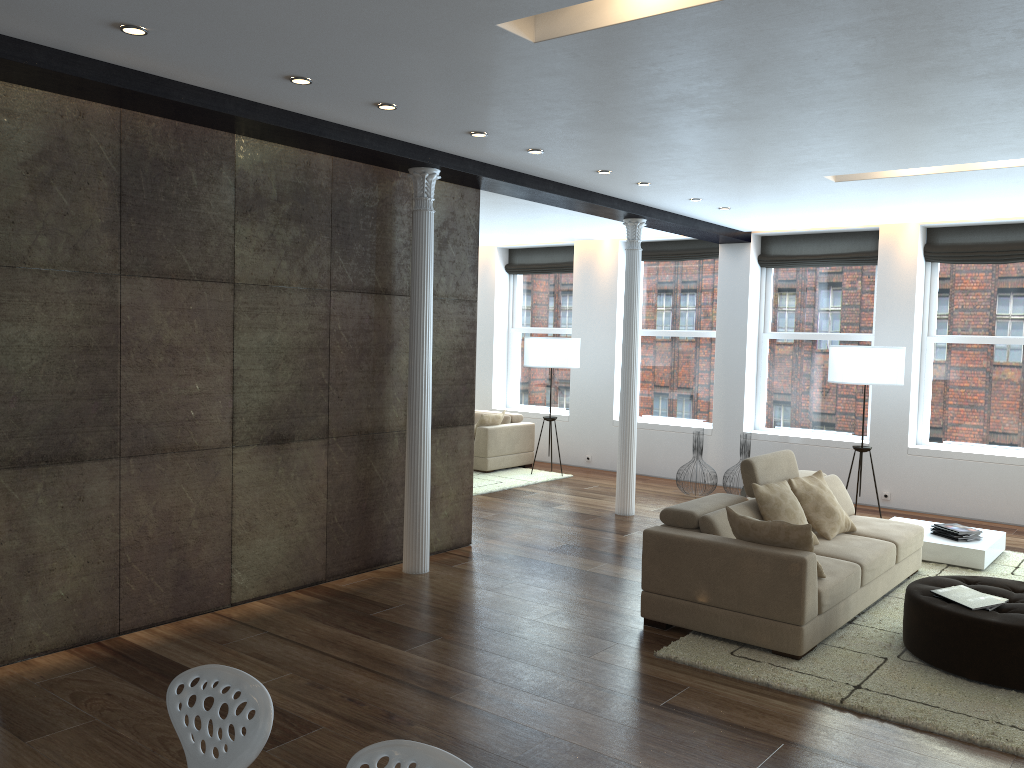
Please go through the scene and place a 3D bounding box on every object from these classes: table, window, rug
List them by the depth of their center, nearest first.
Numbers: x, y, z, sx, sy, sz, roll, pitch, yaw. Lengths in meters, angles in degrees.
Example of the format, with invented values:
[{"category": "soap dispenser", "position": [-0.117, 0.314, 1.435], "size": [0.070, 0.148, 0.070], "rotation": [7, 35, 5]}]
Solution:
[{"category": "rug", "position": [3.257, 1.510, 5.609], "size": [2.972, 0.020, 4.231], "rotation": [4, 4, 38]}, {"category": "table", "position": [3.548, 1.325, 7.431], "size": [0.900, 0.170, 0.900], "rotation": [4, 4, 38]}, {"category": "window", "position": [4.978, -0.425, 9.099], "size": [1.442, 2.400, 0.123], "rotation": [4, 4, 38]}, {"category": "window", "position": [3.534, -0.524, 10.229], "size": [1.432, 2.400, 0.123], "rotation": [4, 4, 38]}, {"category": "rug", "position": [-1.817, 1.074, 11.199], "size": [4.231, 0.020, 2.972], "rotation": [4, 4, 38]}, {"category": "window", "position": [2.109, -0.622, 11.344], "size": [1.391, 2.400, 0.123], "rotation": [4, 4, 38]}, {"category": "window", "position": [0.483, -0.734, 12.616], "size": [1.345, 2.400, 0.123], "rotation": [4, 4, 38]}]

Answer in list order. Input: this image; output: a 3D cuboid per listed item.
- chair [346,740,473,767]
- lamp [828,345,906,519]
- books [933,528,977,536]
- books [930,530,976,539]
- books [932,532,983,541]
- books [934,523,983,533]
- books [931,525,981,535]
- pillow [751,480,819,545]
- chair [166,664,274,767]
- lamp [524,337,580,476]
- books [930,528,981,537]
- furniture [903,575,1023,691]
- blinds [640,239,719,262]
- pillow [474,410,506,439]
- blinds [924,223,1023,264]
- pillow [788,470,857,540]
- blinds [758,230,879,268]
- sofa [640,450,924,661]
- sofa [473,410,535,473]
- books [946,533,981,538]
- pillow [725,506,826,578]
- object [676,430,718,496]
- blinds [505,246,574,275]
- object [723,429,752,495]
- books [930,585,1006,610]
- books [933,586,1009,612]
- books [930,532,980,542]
[{"category": "chair", "position": [-0.338, 1.212, 1.714], "size": [0.495, 0.835, 0.581], "rotation": [4, 4, 38]}, {"category": "lamp", "position": [3.459, 0.489, 8.745], "size": [0.698, 1.728, 0.698], "rotation": [0, 3, -28]}, {"category": "books", "position": [3.648, 1.199, 7.258], "size": [0.220, 0.010, 0.300], "rotation": [-1, 4, -37]}, {"category": "books", "position": [3.623, 1.227, 7.252], "size": [0.220, 0.010, 0.300], "rotation": [1, 3, -17]}, {"category": "books", "position": [3.647, 1.238, 7.260], "size": [0.220, 0.010, 0.300], "rotation": [0, 4, -32]}, {"category": "books", "position": [3.648, 1.180, 7.257], "size": [0.220, 0.010, 0.300], "rotation": [1, 3, -12]}, {"category": "books", "position": [3.624, 1.189, 7.250], "size": [0.220, 0.010, 0.300], "rotation": [1, 3, -17]}, {"category": "pillow", "position": [1.806, 0.863, 5.856], "size": [0.301, 0.439, 0.534], "rotation": [4, 4, 42]}, {"category": "chair", "position": [-0.897, 1.175, 2.127], "size": [0.495, 0.835, 0.581], "rotation": [4, 4, 38]}, {"category": "lamp", "position": [0.480, 0.283, 11.076], "size": [0.698, 1.728, 0.698], "rotation": [0, 3, -28]}, {"category": "books", "position": [3.624, 1.208, 7.251], "size": [0.220, 0.010, 0.300], "rotation": [0, 3, -27]}, {"category": "furniture", "position": [2.736, 1.348, 4.892], "size": [1.057, 0.355, 1.057], "rotation": [4, 4, 40]}, {"category": "blinds", "position": [2.099, -1.693, 11.237], "size": [1.396, 0.275, 0.156], "rotation": [4, 4, 38]}, {"category": "pillow", "position": [-0.347, 0.531, 11.350], "size": [0.395, 0.393, 0.518], "rotation": [4, 4, 35]}, {"category": "blinds", "position": [4.968, -1.429, 8.994], "size": [1.439, 0.424, 0.156], "rotation": [4, 4, 38]}, {"category": "pillow", "position": [2.201, 0.858, 6.340], "size": [0.368, 0.416, 0.519], "rotation": [4, 4, 42]}, {"category": "blinds", "position": [3.513, -1.534, 10.113], "size": [1.431, 0.395, 0.183], "rotation": [4, 4, 38]}, {"category": "sofa", "position": [1.970, 0.986, 6.055], "size": [1.021, 0.950, 2.581], "rotation": [4, 4, 38]}, {"category": "sofa", "position": [-1.009, 0.578, 12.158], "size": [2.581, 0.950, 1.018], "rotation": [4, 4, 38]}, {"category": "books", "position": [3.647, 1.218, 7.259], "size": [0.220, 0.010, 0.300], "rotation": [1, 3, -2]}, {"category": "pillow", "position": [1.523, 0.917, 5.113], "size": [0.518, 0.393, 0.395], "rotation": [4, 4, 41]}, {"category": "object", "position": [2.084, 0.864, 9.968], "size": [0.458, 0.781, 0.458], "rotation": [4, 4, 37]}, {"category": "blinds", "position": [0.471, -1.746, 12.513], "size": [1.342, 0.393, 0.156], "rotation": [4, 4, 38]}, {"category": "object", "position": [2.585, 0.883, 9.852], "size": [0.458, 0.781, 0.458], "rotation": [4, 4, 37]}, {"category": "books", "position": [2.472, 1.159, 4.821], "size": [0.220, 0.040, 0.301], "rotation": [1, 3, -17]}, {"category": "books", "position": [2.497, 1.167, 4.829], "size": [0.219, 0.031, 0.300], "rotation": [-1, 4, -37]}, {"category": "books", "position": [3.622, 1.247, 7.253], "size": [0.220, 0.010, 0.300], "rotation": [1, 3, -17]}]
